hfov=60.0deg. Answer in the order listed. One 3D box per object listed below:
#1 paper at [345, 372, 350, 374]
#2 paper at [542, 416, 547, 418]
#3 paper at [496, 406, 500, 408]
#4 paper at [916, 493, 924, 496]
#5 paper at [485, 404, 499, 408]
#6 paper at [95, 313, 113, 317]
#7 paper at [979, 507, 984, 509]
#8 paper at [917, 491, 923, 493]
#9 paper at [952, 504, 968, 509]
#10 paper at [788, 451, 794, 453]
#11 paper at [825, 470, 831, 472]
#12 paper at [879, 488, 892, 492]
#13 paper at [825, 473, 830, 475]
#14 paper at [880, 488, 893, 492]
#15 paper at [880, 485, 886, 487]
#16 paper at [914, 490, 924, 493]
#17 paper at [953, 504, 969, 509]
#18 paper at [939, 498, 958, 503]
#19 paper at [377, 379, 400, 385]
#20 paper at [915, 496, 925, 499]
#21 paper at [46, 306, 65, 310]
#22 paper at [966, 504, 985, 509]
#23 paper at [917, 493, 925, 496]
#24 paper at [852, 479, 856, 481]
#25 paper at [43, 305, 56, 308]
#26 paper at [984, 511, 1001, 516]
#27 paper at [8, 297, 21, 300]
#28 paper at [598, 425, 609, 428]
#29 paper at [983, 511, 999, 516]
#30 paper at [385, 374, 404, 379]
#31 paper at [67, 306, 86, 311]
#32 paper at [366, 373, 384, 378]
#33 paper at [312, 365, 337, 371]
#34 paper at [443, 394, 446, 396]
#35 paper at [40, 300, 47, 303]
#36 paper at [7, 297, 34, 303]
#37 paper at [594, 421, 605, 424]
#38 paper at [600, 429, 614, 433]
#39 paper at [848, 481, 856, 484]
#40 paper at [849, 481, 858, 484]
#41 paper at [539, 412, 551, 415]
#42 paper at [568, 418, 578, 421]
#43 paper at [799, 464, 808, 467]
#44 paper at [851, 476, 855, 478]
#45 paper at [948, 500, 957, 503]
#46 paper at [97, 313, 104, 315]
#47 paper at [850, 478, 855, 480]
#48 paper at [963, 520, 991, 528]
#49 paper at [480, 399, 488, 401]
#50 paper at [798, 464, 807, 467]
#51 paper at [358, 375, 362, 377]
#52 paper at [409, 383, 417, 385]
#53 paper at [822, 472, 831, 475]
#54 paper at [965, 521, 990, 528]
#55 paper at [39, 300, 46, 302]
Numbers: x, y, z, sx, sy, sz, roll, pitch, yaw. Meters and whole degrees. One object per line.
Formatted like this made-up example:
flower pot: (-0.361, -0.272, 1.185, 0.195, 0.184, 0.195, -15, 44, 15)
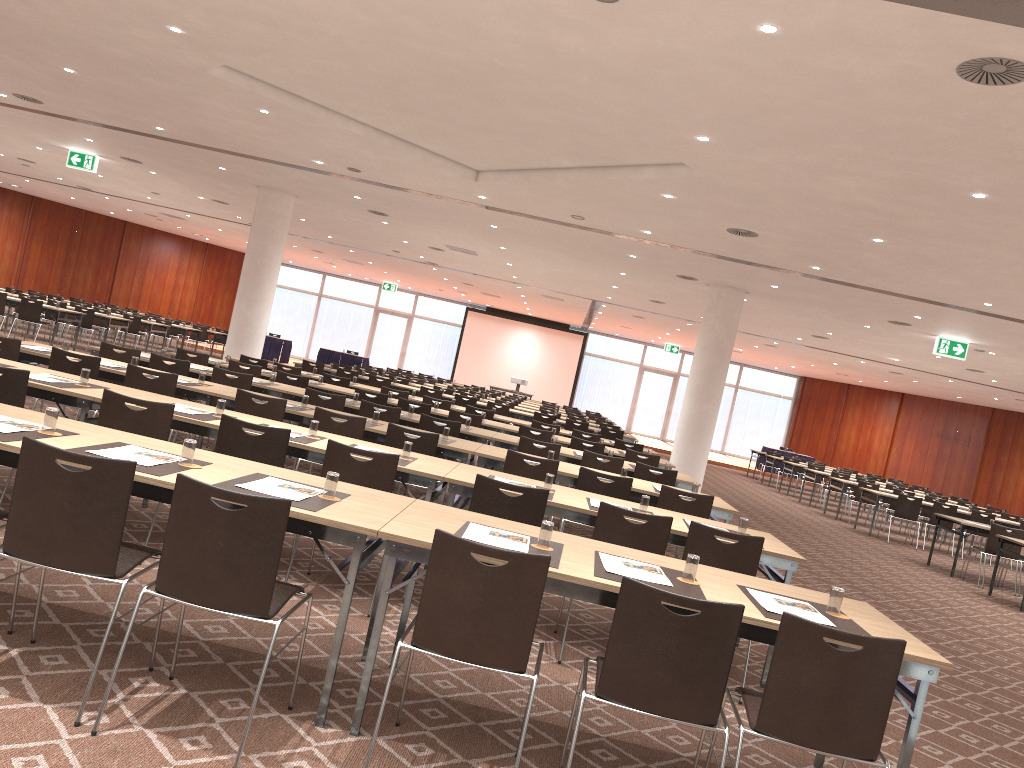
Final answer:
paper: (-3.196, -0.203, 17.520, 0.283, 0.006, 0.398, 13, 1, 3)
paper: (0.616, 0.646, 17.353, 0.283, 0.006, 0.398, 13, 1, 5)
paper: (-0.312, 0.439, 17.385, 0.283, 0.006, 0.398, 13, 1, 2)
paper: (9.765, 2.635, 20.824, 0.460, 0.003, 0.565, 13, 1, 0)
paper: (-0.293, 0.449, 17.311, 0.460, 0.003, 0.565, 13, 1, 4)
paper: (-9.199, -1.560, 19.765, 0.460, 0.003, 0.565, 13, 1, 6)
paper: (10.987, 2.902, 20.829, 0.283, 0.006, 0.398, 13, 1, 4)
paper: (10.506, 2.774, 22.796, 0.460, 0.003, 0.565, 13, 1, 2)
paper: (9.660, 2.638, 18.823, 0.460, 0.003, 0.565, 13, 1, 4)
paper: (9.581, 2.336, 30.347, 0.283, 0.006, 0.398, 13, 1, 3)
paper: (8.244, 2.266, 22.982, 0.283, 0.006, 0.398, 13, 1, 6)
paper: (8.061, 2.282, 18.913, 0.460, 0.003, 0.565, 13, 1, 1)
paper: (7.551, 2.142, 20.940, 0.460, 0.003, 0.565, 13, 1, 4)
paper: (8.031, 2.270, 18.986, 0.283, 0.006, 0.398, 13, 1, 0)
paper: (8.751, 2.404, 20.971, 0.283, 0.006, 0.398, 13, 1, 1)
paper: (10.440, 2.755, 22.867, 0.283, 0.006, 0.398, 13, 1, 3)
paper: (9.633, 2.627, 18.912, 0.283, 0.006, 0.398, 13, 1, 3)
paper: (10.363, 2.768, 20.830, 0.460, 0.003, 0.565, 13, 1, -1)
paper: (-2.488, -0.040, 17.434, 0.460, 0.003, 0.565, 13, 1, 4)
paper: (8.651, 2.408, 18.949, 0.283, 0.006, 0.398, 13, 1, 3)
paper: (-9.316, -1.560, 17.777, 0.460, 0.003, 0.565, 13, 1, 4)
paper: (10.999, 2.910, 20.768, 0.460, 0.003, 0.565, 13, 1, 3)
paper: (9.703, 2.617, 20.901, 0.283, 0.006, 0.398, 13, 1, 4)
paper: (8.190, 2.285, 20.906, 0.460, 0.003, 0.565, 13, 1, 3)
paper: (-9.375, -1.578, 17.836, 0.283, 0.006, 0.398, 13, 1, 0)
paper: (10.251, 2.765, 18.860, 0.283, 0.006, 0.398, 13, 1, 5)
paper: (-10.004, -1.718, 17.867, 0.283, 0.006, 0.398, 13, 1, 1)
paper: (2.004, 0.929, 19.280, 0.283, 0.006, 0.398, 13, 1, 2)
paper: (10.292, 2.779, 18.796, 0.460, 0.003, 0.565, 13, 1, 4)
paper: (-2.894, -0.183, 21.488, 0.460, 0.003, 0.565, 13, 1, 3)
paper: (-9.834, -1.702, 19.791, 0.460, 0.003, 0.565, 13, 1, 4)
paper: (-3.043, -0.190, 19.466, 0.460, 0.003, 0.565, 13, 1, 2)
paper: (-3.741, -0.319, 17.482, 0.460, 0.003, 0.565, 13, 1, 2)
paper: (-1.526, 0.174, 17.379, 0.460, 0.003, 0.565, 13, 1, 3)
paper: (-10.466, -1.842, 19.819, 0.460, 0.003, 0.565, 13, 1, 4)
paper: (-9.949, -1.701, 17.819, 0.460, 0.003, 0.565, 13, 1, 0)
paper: (2.109, 0.926, 21.276, 0.283, 0.006, 0.398, 13, 1, 1)
paper: (1.869, 0.925, 17.269, 0.283, 0.006, 0.398, 13, 1, 2)
paper: (7.417, 2.139, 18.936, 0.460, 0.003, 0.565, 13, 1, 0)
paper: (7.412, 2.132, 19.035, 0.283, 0.006, 0.398, 13, 1, 4)
paper: (0.718, 0.643, 19.329, 0.283, 0.006, 0.398, 13, 1, 2)
paper: (1.361, 0.786, 19.303, 0.283, 0.006, 0.398, 13, 1, 3)
paper: (7.588, 2.120, 23.017, 0.283, 0.006, 0.398, 13, 1, 2)
paper: (8.926, 2.422, 22.884, 0.460, 0.003, 0.565, 13, 1, 6)
paper: (10.342, 2.759, 20.890, 0.283, 0.006, 0.398, 13, 1, 1)
paper: (-9.277, -1.582, 19.836, 0.283, 0.006, 0.398, 13, 1, 3)
paper: (8.136, 2.268, 20.983, 0.283, 0.006, 0.398, 13, 1, -1)
paper: (7.081, 2.131, 13.502, 0.283, 0.006, 0.398, 13, 1, 2)
paper: (-0.783, 0.313, 19.342, 0.460, 0.003, 0.565, 13, 1, 6)
paper: (7.622, 2.132, 22.924, 0.460, 0.003, 0.565, 13, 1, 1)
paper: (-3.121, -0.181, 17.459, 0.460, 0.003, 0.565, 13, 1, 2)
paper: (-2.368, -0.040, 19.440, 0.460, 0.003, 0.565, 13, 1, 5)
paper: (7.480, 2.122, 21.015, 0.283, 0.006, 0.398, 13, 1, 2)
paper: (7.148, 2.150, 13.459, 0.460, 0.003, 0.565, 13, 1, 5)
paper: (-10.493, -1.853, 19.907, 0.283, 0.006, 0.398, 13, 1, 3)
